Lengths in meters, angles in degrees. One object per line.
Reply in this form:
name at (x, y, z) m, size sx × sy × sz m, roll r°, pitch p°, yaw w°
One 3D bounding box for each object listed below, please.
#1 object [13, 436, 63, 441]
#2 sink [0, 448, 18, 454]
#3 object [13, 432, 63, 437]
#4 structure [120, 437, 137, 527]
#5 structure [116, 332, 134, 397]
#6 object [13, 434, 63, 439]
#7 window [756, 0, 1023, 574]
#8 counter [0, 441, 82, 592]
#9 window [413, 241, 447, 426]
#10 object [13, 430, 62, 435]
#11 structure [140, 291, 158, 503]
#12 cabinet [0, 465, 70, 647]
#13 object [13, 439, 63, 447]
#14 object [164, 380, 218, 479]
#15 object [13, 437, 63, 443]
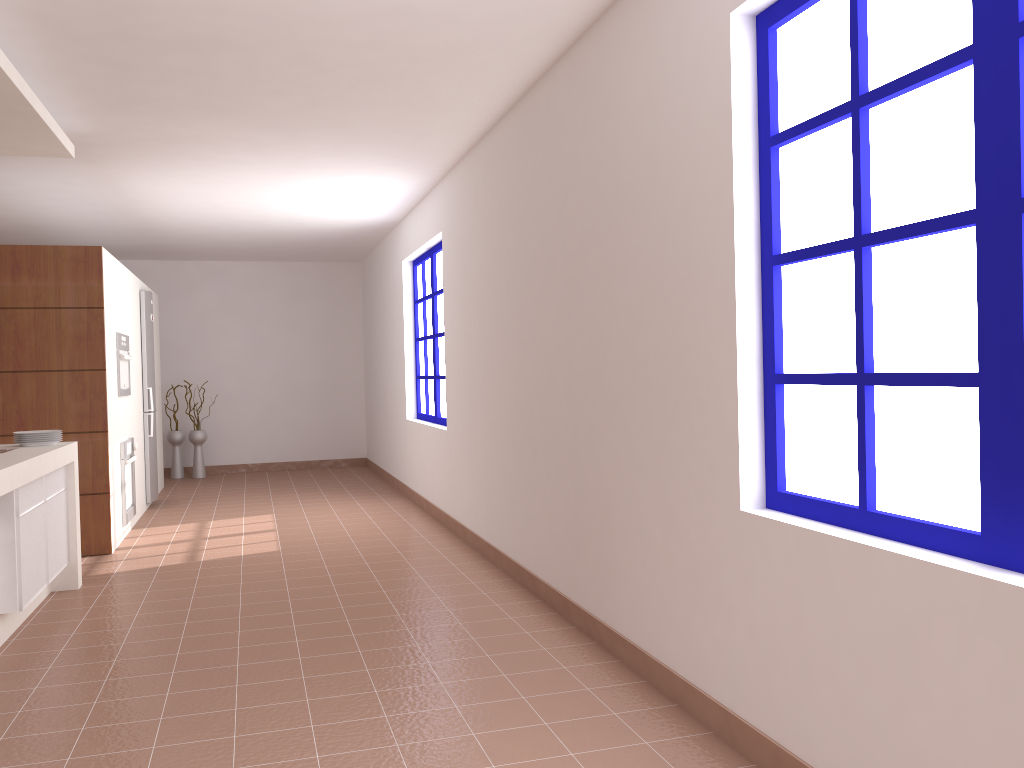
object at (-2.505, 0.292, 4.689) m, size 0.228 × 0.020 × 0.228 m, roll -2°, pitch 1°, yaw -35°
sink at (-2.614, 0.329, 4.161) m, size 0.404 × 0.368 × 0.668 m, roll -2°, pitch 1°, yaw -16°
object at (-2.506, 0.271, 4.689) m, size 0.228 × 0.020 × 0.228 m, roll -2°, pitch 1°, yaw -35°
structure at (-2.820, 0.708, 6.546) m, size 0.058 × 0.592 × 0.596 m, roll -2°, pitch 1°, yaw -16°
structure at (-2.835, -0.140, 6.531) m, size 0.056 × 0.454 × 0.614 m, roll -2°, pitch 1°, yaw -16°
object at (-2.506, 0.282, 4.689) m, size 0.228 × 0.020 × 0.228 m, roll -2°, pitch 1°, yaw -35°
window at (0.982, -0.345, 1.771) m, size 0.035 × 1.430 × 1.699 m, roll -2°, pitch 1°, yaw -16°
counter at (-2.483, 0.737, 3.765) m, size 0.821 × 0.800 × 2.156 m, roll -2°, pitch 1°, yaw -16°
window at (-0.625, -0.391, 7.238) m, size 0.035 × 1.430 × 1.699 m, roll -2°, pitch 1°, yaw -16°
object at (-2.506, 0.261, 4.689) m, size 0.228 × 0.020 × 0.228 m, roll -2°, pitch 1°, yaw -35°
structure at (-3.240, 0.104, 7.960) m, size 0.089 × 1.862 × 0.604 m, roll -2°, pitch 1°, yaw -16°
cabinet at (-2.462, 0.788, 3.713) m, size 0.737 × 0.700 × 2.048 m, roll -2°, pitch 1°, yaw -16°
object at (-2.505, 0.312, 4.689) m, size 0.228 × 0.020 × 0.228 m, roll -2°, pitch 1°, yaw -35°
object at (-3.585, 0.509, 10.014) m, size 0.655 × 1.112 × 0.284 m, roll -1°, pitch 1°, yaw 3°
object at (-2.505, 0.302, 4.689) m, size 0.228 × 0.020 × 0.228 m, roll -2°, pitch 1°, yaw -35°
